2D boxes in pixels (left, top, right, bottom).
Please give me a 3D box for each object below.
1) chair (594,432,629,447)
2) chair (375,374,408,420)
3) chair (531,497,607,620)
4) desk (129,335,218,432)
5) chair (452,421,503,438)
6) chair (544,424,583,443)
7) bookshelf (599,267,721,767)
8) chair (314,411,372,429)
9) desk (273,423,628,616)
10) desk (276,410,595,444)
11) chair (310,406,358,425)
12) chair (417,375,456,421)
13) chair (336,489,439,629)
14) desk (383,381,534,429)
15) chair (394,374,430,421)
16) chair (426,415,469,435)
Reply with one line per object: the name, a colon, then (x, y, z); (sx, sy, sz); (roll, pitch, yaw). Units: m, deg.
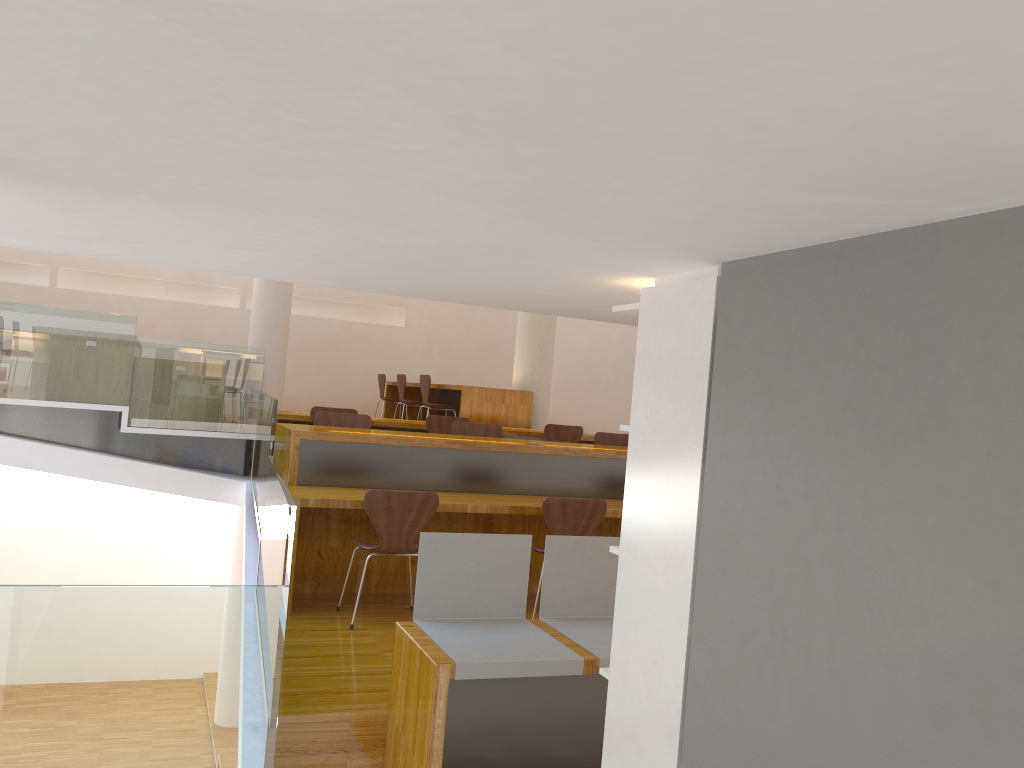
chair: (0.837, 0.724, 6.616); (0.428, 0.693, 0.381); (5, -1, -22)
chair: (-1.522, 0.233, 11.279); (0.381, 0.693, 0.428); (5, -1, -22)
chair: (0.258, 0.962, 4.984); (0.428, 0.693, 0.381); (5, -1, -22)
desk: (-3.844, -0.049, 9.078); (1.527, 0.785, 3.243); (5, -1, -22)
chair: (-0.212, 0.628, 6.237); (0.428, 0.693, 0.381); (5, -1, -22)
chair: (0.386, 0.713, 8.186); (0.428, 0.693, 0.381); (5, -1, -22)
bookshelf: (1.682, 0.762, 2.808); (2.984, 1.836, 0.498); (5, -1, -22)
chair: (-1.111, 0.544, 5.877); (0.428, 0.693, 0.381); (5, -1, -22)
desk: (0.121, 0.852, 5.716); (3.236, 0.918, 1.285); (5, -1, -22)
desk: (-0.671, 0.672, 8.248); (3.185, 0.606, 0.760); (5, -1, -22)
chair: (-1.533, 0.534, 7.376); (0.428, 0.693, 0.381); (5, -1, -22)
chair: (-0.782, 0.262, 9.323); (0.381, 0.693, 0.428); (5, -1, -22)
chair: (-0.640, 0.879, 4.624); (0.428, 0.693, 0.381); (5, -1, -22)
desk: (-0.743, 0.322, 10.360); (0.760, 0.606, 3.185); (5, -1, -22)
chair: (-1.142, 0.247, 10.225); (0.381, 0.693, 0.428); (5, -1, -22)
chair: (-0.634, 0.618, 7.736); (0.428, 0.693, 0.381); (5, -1, -22)
